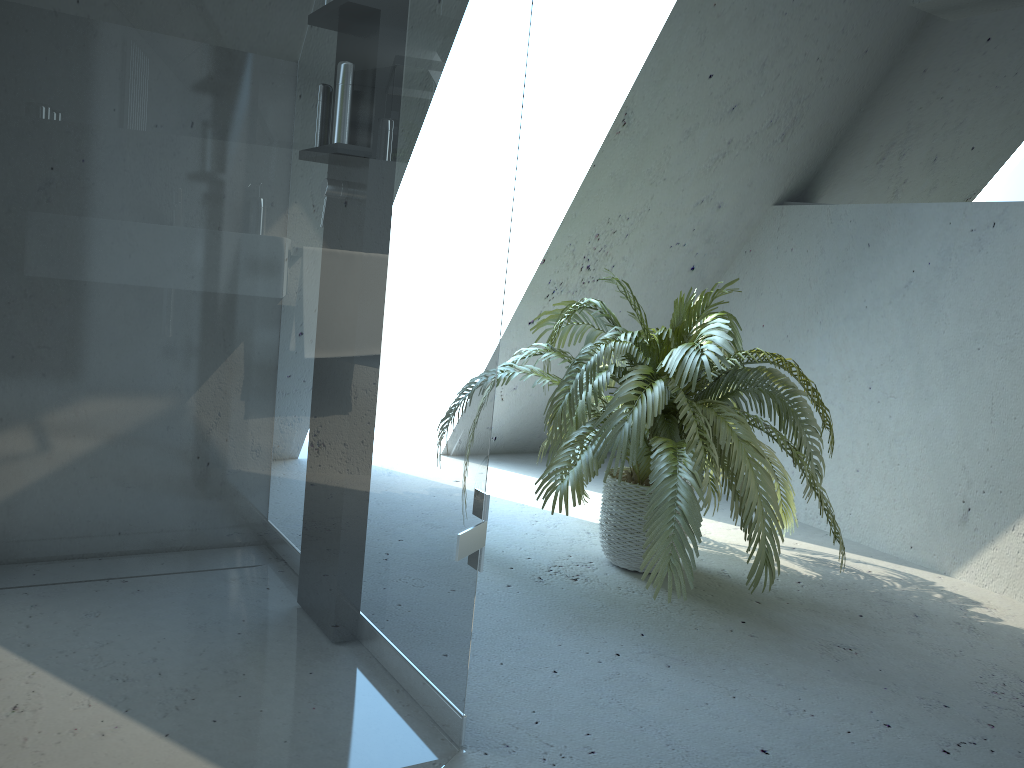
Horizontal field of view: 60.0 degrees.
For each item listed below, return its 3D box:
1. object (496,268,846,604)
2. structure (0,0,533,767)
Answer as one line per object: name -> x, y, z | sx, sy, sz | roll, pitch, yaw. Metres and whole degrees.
object -> 0.439, 0.114, 2.651 | 1.132, 0.893, 1.112 | 11, 9, 35
structure -> -0.648, -0.453, 1.414 | 1.184, 2.114, 1.835 | 1, 8, -32
